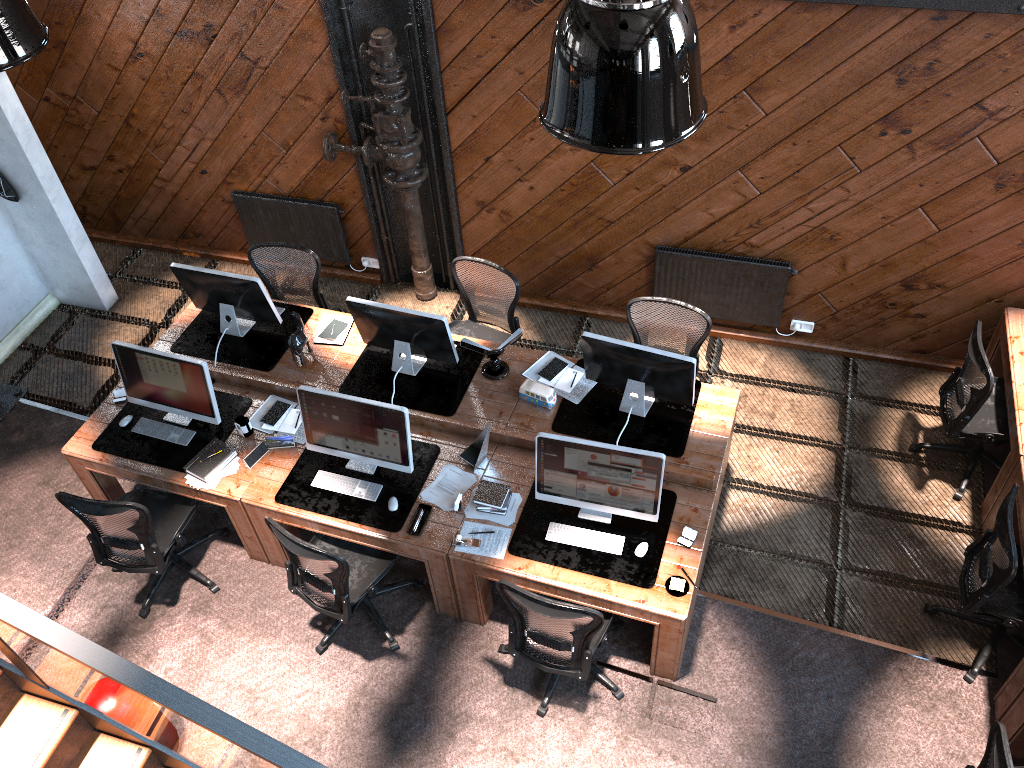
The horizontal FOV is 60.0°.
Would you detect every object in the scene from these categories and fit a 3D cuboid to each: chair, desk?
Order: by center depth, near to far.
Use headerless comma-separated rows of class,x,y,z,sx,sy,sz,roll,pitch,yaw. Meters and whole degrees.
chair,2.382,2.009,4.093,0.792,1.085,0.770,-13,46,-7
desk,3.686,1.276,4.857,1.748,0.840,4.117,10,48,14
chair,2.860,1.090,4.939,0.792,1.085,0.770,2,46,7
chair,0.264,1.277,4.987,0.770,1.085,0.792,2,46,7
chair,-1.031,1.043,5.328,0.770,1.085,0.792,9,48,14
chair,-2.351,0.861,5.621,0.770,1.085,0.792,-5,46,0
chair,3.176,0.126,5.843,0.792,1.085,0.770,-5,46,0
desk,-0.710,0.464,6.030,4.117,0.840,1.748,12,48,16
chair,1.035,-0.012,6.164,0.770,1.085,0.792,2,46,7
chair,-0.244,-0.335,6.590,0.770,1.085,0.792,9,48,14
chair,-1.713,-0.503,6.881,0.770,1.085,0.792,-5,46,0

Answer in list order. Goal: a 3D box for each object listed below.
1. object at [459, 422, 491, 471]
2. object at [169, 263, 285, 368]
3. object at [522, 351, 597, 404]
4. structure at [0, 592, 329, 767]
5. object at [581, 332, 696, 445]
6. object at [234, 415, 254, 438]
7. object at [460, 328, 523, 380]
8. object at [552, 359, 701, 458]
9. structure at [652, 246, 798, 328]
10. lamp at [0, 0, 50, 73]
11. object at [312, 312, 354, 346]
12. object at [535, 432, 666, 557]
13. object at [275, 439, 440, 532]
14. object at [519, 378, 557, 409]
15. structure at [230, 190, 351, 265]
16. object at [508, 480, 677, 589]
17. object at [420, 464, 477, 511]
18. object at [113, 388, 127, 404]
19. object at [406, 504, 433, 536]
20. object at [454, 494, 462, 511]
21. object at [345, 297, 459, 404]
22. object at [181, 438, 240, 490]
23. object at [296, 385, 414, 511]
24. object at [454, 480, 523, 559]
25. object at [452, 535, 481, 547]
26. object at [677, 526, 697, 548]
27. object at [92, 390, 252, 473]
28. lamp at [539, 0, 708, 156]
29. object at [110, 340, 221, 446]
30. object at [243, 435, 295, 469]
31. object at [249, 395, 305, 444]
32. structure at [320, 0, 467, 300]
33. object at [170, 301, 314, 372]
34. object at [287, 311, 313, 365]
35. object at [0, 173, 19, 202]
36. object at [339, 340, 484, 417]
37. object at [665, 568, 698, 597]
object,-0.231,0.366,5.400,0.178,0.320,0.165,17,50,20
object,-2.001,-0.624,6.353,0.648,0.576,0.799,-22,48,-16
object,0.338,-0.055,5.956,0.467,0.017,0.304,29,55,29
structure,-3.187,1.328,3.683,5.793,4.603,10.620,10,48,14
object,0.812,-0.062,5.563,0.663,0.578,0.811,-15,47,-9
object,-1.745,0.271,5.762,0.099,0.138,0.078,24,53,25
object,-0.126,-0.230,5.918,0.417,0.380,0.304,-10,46,-4
object,0.750,0.139,5.751,0.848,0.008,0.687,11,48,15
structure,1.616,-0.735,6.860,1.064,0.628,0.073,10,48,14
lamp,-1.839,-1.929,2.093,0.445,2.372,0.445,-17,47,-12
object,-1.289,-0.410,6.427,0.229,0.060,0.316,5,47,10
object,0.492,0.531,5.015,0.714,0.573,0.610,9,48,14
object,-0.950,0.555,5.499,0.848,0.008,0.687,11,48,15
object,0.174,0.063,5.817,0.253,0.146,0.128,21,51,23
structure,-1.903,-1.359,7.772,1.064,0.628,0.073,10,48,14
object,0.474,0.800,5.136,0.848,0.008,0.687,11,48,15
object,-0.383,0.626,5.383,0.246,0.002,0.315,23,52,24
object,-2.685,0.082,6.070,0.082,0.063,0.106,-11,46,-6
object,-0.544,0.797,5.214,0.089,0.031,0.215,10,48,14
object,-0.318,0.703,5.237,0.034,0.102,0.076,11,48,15
object,-0.703,-0.350,5.975,0.642,0.578,0.772,-22,48,-16
object,-1.902,0.507,5.588,0.325,0.065,0.363,31,56,30
object,-0.930,0.367,5.300,0.654,0.576,0.735,-21,48,-15
object,-0.144,0.768,5.158,0.319,0.098,0.478,9,47,13
object,-0.261,0.892,5.073,0.159,0.064,0.054,1,46,6
object,0.985,0.865,4.990,0.082,0.063,0.106,24,53,25
object,-2.251,0.262,5.896,0.848,0.008,0.687,11,48,15
lamp,0.226,-1.564,1.558,0.445,2.372,0.445,29,55,28
object,-2.271,0.045,5.734,0.692,0.581,0.586,-21,48,-14
object,-1.557,0.403,5.645,0.347,0.083,0.129,-28,50,-20
object,-1.491,0.225,5.847,0.467,0.017,0.304,16,50,19
structure,-0.947,-1.805,6.933,1.003,2.745,0.500,15,49,18
object,-1.975,-0.398,6.510,0.848,0.008,0.687,11,48,15
object,-1.489,-0.340,6.174,0.135,0.351,0.229,9,47,13
object,-4.195,-1.462,6.518,0.655,1.846,1.022,-8,46,-3
object,-0.676,-0.099,6.107,0.848,0.008,0.687,11,48,15
object,0.905,1.084,4.810,0.154,0.026,0.158,-22,48,-15
